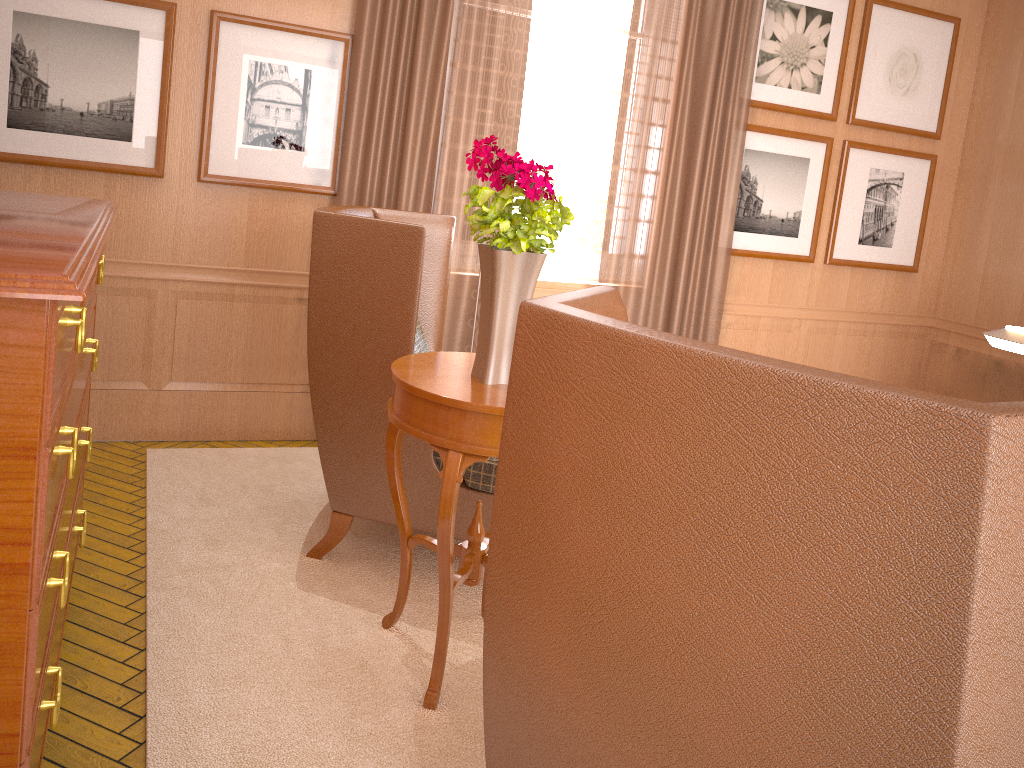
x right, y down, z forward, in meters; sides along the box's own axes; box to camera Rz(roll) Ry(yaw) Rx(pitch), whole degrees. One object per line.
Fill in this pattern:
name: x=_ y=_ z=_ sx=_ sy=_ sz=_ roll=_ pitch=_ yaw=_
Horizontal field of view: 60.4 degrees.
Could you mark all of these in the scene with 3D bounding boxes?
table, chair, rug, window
table: x=-0.169 y=0.637 z=4.107 sx=0.923 sy=1.353 sz=1.059 roll=5 pitch=9 yaw=-16
chair: x=0.838 y=0.808 z=2.580 sx=1.938 sy=1.947 sz=1.725 roll=15 pitch=13 yaw=41
rug: x=1.564 y=1.570 z=4.024 sx=5.980 sy=0.020 sz=8.128 roll=1 pitch=14 yaw=-23
chair: x=-0.418 y=-0.038 z=5.564 sx=1.720 sy=1.946 sz=1.943 roll=7 pitch=10 yaw=1
window: x=0.304 y=-2.591 z=7.922 sx=2.427 sy=3.334 sz=0.861 roll=3 pitch=8 yaw=-23

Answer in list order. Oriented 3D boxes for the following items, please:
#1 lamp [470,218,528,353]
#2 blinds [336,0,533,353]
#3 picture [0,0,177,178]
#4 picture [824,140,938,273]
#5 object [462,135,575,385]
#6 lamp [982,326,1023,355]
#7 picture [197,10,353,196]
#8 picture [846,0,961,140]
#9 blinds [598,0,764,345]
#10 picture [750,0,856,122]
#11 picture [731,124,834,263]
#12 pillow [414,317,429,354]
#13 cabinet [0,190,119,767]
lamp: x=-0.113 y=-0.214 z=6.362 sx=0.635 sy=1.999 sz=0.566 roll=11 pitch=8 yaw=28
blinds: x=-0.652 y=-1.825 z=7.050 sx=1.424 sy=4.736 sz=0.271 roll=4 pitch=7 yaw=-22
picture: x=-3.040 y=-2.121 z=6.110 sx=1.246 sy=1.232 sz=0.048 roll=3 pitch=8 yaw=-23
picture: x=3.811 y=-1.806 z=9.063 sx=1.246 sy=1.232 sz=0.048 roll=3 pitch=8 yaw=-23
object: x=0.001 y=-0.554 z=3.958 sx=0.523 sy=1.074 sz=0.464 roll=3 pitch=8 yaw=-25
lamp: x=1.386 y=0.903 z=2.333 sx=0.637 sy=2.004 sz=0.565 roll=12 pitch=9 yaw=37
picture: x=-1.771 y=-2.094 z=6.652 sx=1.047 sy=1.233 sz=0.048 roll=3 pitch=7 yaw=-23
picture: x=3.979 y=-3.176 z=8.909 sx=1.246 sy=1.232 sz=0.048 roll=3 pitch=8 yaw=-23
blinds: x=1.480 y=-1.786 z=7.961 sx=1.443 sy=4.726 sz=0.271 roll=4 pitch=7 yaw=-25
picture: x=2.689 y=-3.203 z=8.359 sx=1.246 sy=1.232 sz=0.048 roll=3 pitch=8 yaw=-23
picture: x=2.521 y=-1.833 z=8.512 sx=1.246 sy=1.232 sz=0.048 roll=3 pitch=8 yaw=-23
pillow: x=-0.832 y=-0.252 z=5.564 sx=0.538 sy=0.696 sz=1.093 roll=7 pitch=11 yaw=1
cabinet: x=-2.300 y=0.327 z=3.184 sx=1.412 sy=1.914 sz=2.825 roll=3 pitch=11 yaw=-23
